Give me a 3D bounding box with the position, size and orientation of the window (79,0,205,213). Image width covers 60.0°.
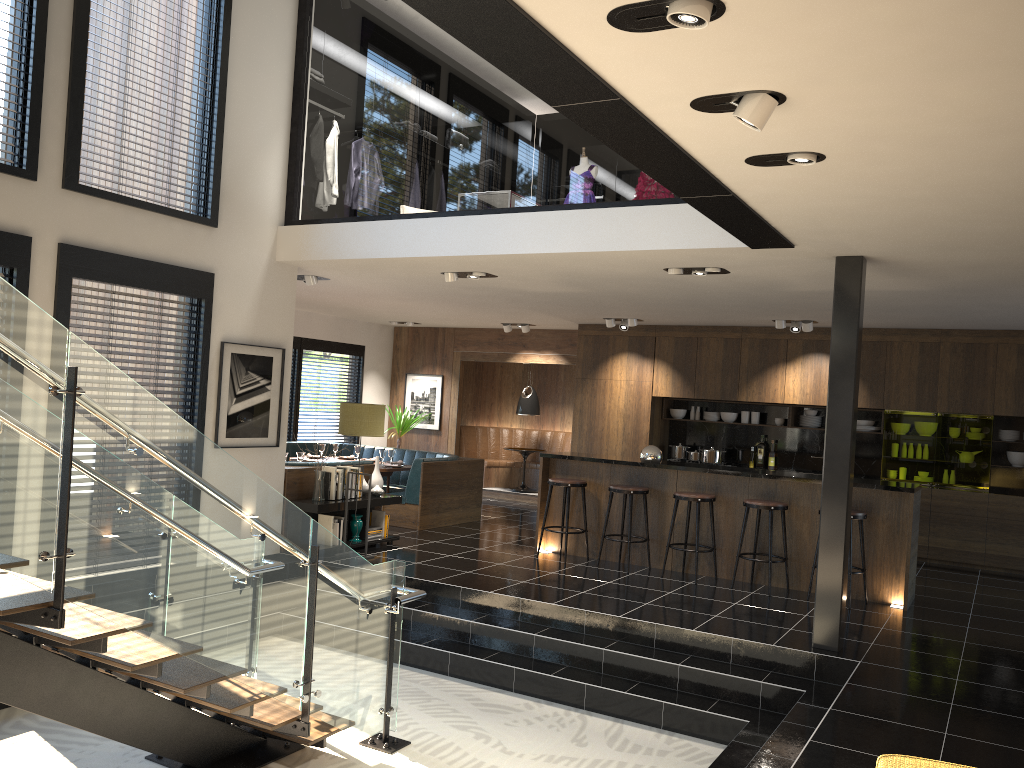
[{"bbox_3d":[-2.940,-2.586,6.969,0.005,2.297,1.221,3,0,29],"label":"window"}]

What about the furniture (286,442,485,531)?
[{"bbox_3d":[-1.842,1.249,11.423,2.608,0.822,1.365,3,-1,29],"label":"furniture"}]

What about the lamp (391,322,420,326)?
[{"bbox_3d":[-1.705,-1.023,14.174,0.501,0.213,0.349,3,-1,29],"label":"lamp"}]

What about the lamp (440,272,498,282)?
[{"bbox_3d":[-0.392,-1.043,8.178,0.501,0.231,0.349,3,-1,29],"label":"lamp"}]

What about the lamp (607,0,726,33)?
[{"bbox_3d":[0.441,-1.106,2.539,0.346,0.177,0.195,3,-1,29],"label":"lamp"}]

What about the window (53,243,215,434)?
[{"bbox_3d":[-3.062,0.265,6.913,0.358,2.475,1.394,3,0,29],"label":"window"}]

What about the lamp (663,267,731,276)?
[{"bbox_3d":[1.487,-0.963,7.121,0.501,0.194,0.349,3,-1,29],"label":"lamp"}]

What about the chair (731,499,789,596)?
[{"bbox_3d":[2.261,1.459,7.990,0.412,0.799,0.413,3,-1,39],"label":"chair"}]

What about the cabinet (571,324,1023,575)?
[{"bbox_3d":[4.057,0.679,11.119,6.890,2.690,0.870,3,-1,29],"label":"cabinet"}]

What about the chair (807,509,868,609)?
[{"bbox_3d":[2.836,1.490,7.667,0.412,0.799,0.413,3,-1,39],"label":"chair"}]

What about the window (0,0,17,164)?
[{"bbox_3d":[-3.715,-2.661,5.588,0.005,2.297,1.221,3,0,29],"label":"window"}]

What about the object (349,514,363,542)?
[{"bbox_3d":[-1.547,1.429,8.797,0.125,0.258,0.125,3,0,25],"label":"object"}]

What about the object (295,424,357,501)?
[{"bbox_3d":[-1.789,0.742,8.419,0.607,0.744,0.406,4,0,-11],"label":"object"}]

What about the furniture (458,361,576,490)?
[{"bbox_3d":[0.469,0.566,14.462,2.637,2.335,1.175,3,-1,29],"label":"furniture"}]

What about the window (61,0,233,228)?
[{"bbox_3d":[-2.882,-2.584,6.928,0.358,2.475,1.394,3,0,29],"label":"window"}]

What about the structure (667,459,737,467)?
[{"bbox_3d":[2.518,1.058,11.905,0.877,0.046,0.533,3,-1,29],"label":"structure"}]

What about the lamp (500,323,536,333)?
[{"bbox_3d":[0.096,-0.895,13.158,0.501,0.280,0.349,3,-1,29],"label":"lamp"}]

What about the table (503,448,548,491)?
[{"bbox_3d":[0.195,1.356,14.051,0.702,0.643,0.702,4,-1,4],"label":"table"}]

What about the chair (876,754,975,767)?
[{"bbox_3d":[1.114,1.121,1.957,1.030,1.097,0.808,3,-1,28],"label":"chair"}]

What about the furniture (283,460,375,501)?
[{"bbox_3d":[-2.935,1.145,9.555,2.608,0.822,1.365,3,-1,29],"label":"furniture"}]

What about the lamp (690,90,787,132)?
[{"bbox_3d":[0.818,-1.034,3.215,0.346,0.247,0.195,3,-1,29],"label":"lamp"}]

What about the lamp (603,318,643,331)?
[{"bbox_3d":[1.440,-0.835,11.450,0.501,0.294,0.349,3,-1,29],"label":"lamp"}]

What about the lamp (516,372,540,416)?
[{"bbox_3d":[0.283,0.010,14.041,0.389,0.974,0.389,4,0,-17],"label":"lamp"}]

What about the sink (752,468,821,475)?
[{"bbox_3d":[3.494,1.187,11.331,0.932,0.119,0.467,3,-1,29],"label":"sink"}]

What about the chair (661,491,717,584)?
[{"bbox_3d":[1.687,1.429,8.314,0.412,0.799,0.413,3,-1,39],"label":"chair"}]

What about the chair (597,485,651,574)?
[{"bbox_3d":[1.112,1.399,8.637,0.412,0.799,0.413,3,-1,39],"label":"chair"}]

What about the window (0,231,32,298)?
[{"bbox_3d":[-3.866,0.188,5.479,0.358,2.475,1.499,3,-1,29],"label":"window"}]

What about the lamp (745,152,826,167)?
[{"bbox_3d":[1.200,-1.042,3.891,0.346,0.158,0.195,3,-1,29],"label":"lamp"}]

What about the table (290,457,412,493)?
[{"bbox_3d":[-1.988,1.317,11.189,1.538,0.661,0.823,3,-1,29],"label":"table"}]

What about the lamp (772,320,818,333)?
[{"bbox_3d":[3.319,-0.744,10.392,0.501,0.280,0.349,3,-1,29],"label":"lamp"}]

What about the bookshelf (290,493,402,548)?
[{"bbox_3d":[-1.637,1.382,8.799,0.356,0.500,1.305,3,-1,29],"label":"bookshelf"}]

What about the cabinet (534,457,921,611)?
[{"bbox_3d":[1.984,1.354,8.661,3.562,0.994,0.698,3,-1,29],"label":"cabinet"}]

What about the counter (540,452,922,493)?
[{"bbox_3d":[2.015,0.836,8.664,3.572,0.041,0.698,3,-1,29],"label":"counter"}]

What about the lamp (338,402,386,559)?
[{"bbox_3d":[-1.532,0.900,8.302,0.637,1.445,0.437,4,0,-35],"label":"lamp"}]

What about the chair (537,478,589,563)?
[{"bbox_3d":[0.538,1.369,8.961,0.412,0.799,0.413,3,-1,39],"label":"chair"}]

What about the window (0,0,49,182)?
[{"bbox_3d":[-3.657,-2.658,5.546,0.358,2.475,1.394,3,0,29],"label":"window"}]

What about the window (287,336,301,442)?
[{"bbox_3d":[-3.701,0.410,12.576,0.312,2.373,1.506,3,-1,29],"label":"window"}]

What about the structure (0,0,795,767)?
[{"bbox_3d":[-1.259,0.062,3.330,3.446,4.868,7.283,3,-1,29],"label":"structure"}]

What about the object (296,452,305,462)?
[{"bbox_3d":[-2.305,0.841,9.658,0.098,0.192,0.098,3,-1,27],"label":"object"}]

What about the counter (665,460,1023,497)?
[{"bbox_3d":[4.032,1.165,11.120,4.590,0.005,0.863,3,-1,29],"label":"counter"}]

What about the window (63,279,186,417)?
[{"bbox_3d":[-3.120,0.263,6.955,0.005,2.297,1.221,3,0,29],"label":"window"}]

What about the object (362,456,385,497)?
[{"bbox_3d":[-1.452,0.952,9.200,0.319,0.398,0.316,4,-1,5],"label":"object"}]

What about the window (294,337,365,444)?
[{"bbox_3d":[-2.966,0.480,13.886,0.312,2.373,1.506,3,-1,29],"label":"window"}]

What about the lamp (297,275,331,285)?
[{"bbox_3d":[-2.141,-1.127,9.163,0.501,0.248,0.349,3,-1,29],"label":"lamp"}]
